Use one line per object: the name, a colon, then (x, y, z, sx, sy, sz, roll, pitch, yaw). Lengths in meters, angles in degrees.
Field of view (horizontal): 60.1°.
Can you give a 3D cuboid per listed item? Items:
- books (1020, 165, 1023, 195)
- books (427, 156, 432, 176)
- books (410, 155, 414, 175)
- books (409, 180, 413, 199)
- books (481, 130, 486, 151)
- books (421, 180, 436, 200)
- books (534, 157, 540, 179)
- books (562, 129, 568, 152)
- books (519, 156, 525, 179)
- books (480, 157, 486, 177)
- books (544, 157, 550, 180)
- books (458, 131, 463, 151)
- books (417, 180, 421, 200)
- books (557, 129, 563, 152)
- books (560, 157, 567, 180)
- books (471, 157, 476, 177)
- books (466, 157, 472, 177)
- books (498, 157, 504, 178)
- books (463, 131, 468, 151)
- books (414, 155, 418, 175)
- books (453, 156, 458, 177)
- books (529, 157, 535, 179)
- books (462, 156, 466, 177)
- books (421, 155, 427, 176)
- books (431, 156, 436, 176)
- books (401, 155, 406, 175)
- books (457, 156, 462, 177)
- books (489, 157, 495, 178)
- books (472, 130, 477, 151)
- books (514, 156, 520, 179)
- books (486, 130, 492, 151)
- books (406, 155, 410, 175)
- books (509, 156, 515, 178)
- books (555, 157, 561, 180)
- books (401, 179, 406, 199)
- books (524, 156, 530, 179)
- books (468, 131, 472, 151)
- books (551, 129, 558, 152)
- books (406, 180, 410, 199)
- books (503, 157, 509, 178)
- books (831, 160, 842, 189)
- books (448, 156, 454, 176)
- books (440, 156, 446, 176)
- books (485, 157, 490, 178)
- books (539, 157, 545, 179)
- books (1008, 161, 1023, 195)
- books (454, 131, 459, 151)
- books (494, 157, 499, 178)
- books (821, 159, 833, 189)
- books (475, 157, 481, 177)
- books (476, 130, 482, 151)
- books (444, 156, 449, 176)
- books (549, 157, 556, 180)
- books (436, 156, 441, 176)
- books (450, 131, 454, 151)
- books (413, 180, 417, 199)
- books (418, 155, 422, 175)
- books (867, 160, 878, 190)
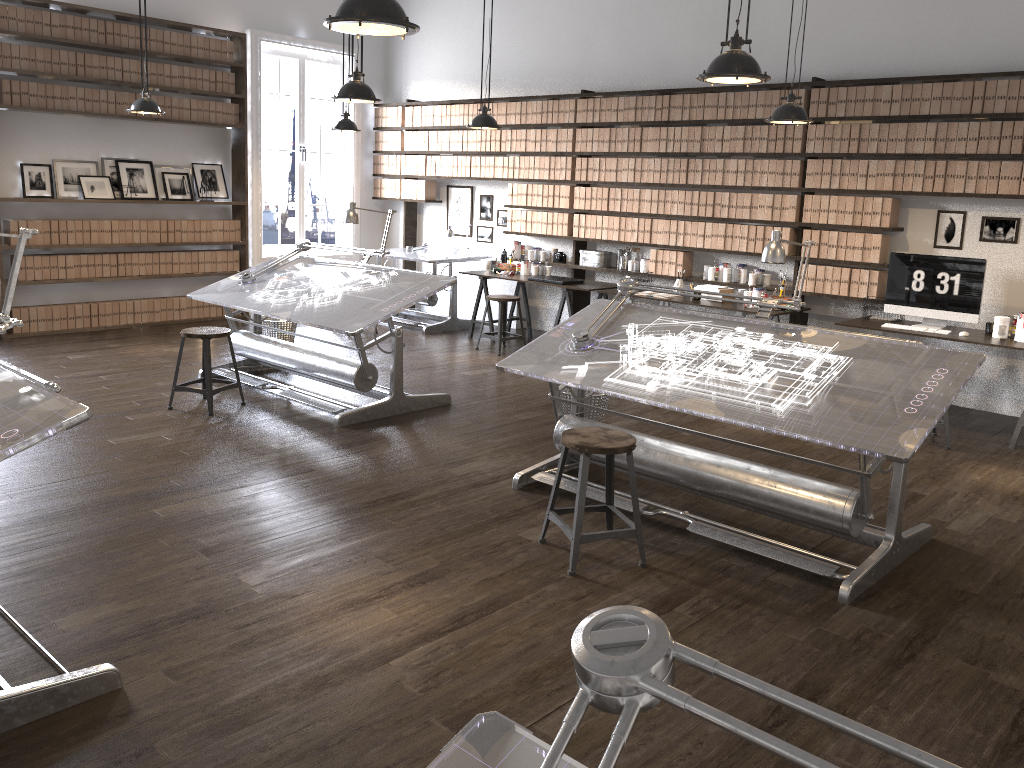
books: (3.551, -1.406, 6.068, 0.067, 0.224, 0.175, 11, 14, 41)
books: (-0.884, -2.477, 10.089, 0.067, 0.223, 0.175, 11, 14, 41)
books: (-1.099, -2.537, 10.288, 0.067, 0.224, 0.175, 11, 14, 41)
books: (-1.111, -2.266, 10.333, 0.067, 0.223, 0.175, 11, 14, 41)
books: (-0.244, -2.592, 9.469, 0.067, 0.224, 0.175, 11, 14, 41)
books: (-0.960, -2.230, 10.196, 0.067, 0.224, 0.175, 11, 14, 41)
books: (0.312, -2.194, 9.005, 0.067, 0.223, 0.175, 11, 14, 41)
books: (0.573, -2.395, 8.734, 0.067, 0.223, 0.175, 11, 14, 41)
books: (0.159, -2.232, 9.149, 0.067, 0.224, 0.175, 11, 14, 41)
books: (-0.254, -2.325, 9.523, 0.067, 0.224, 0.175, 11, 14, 41)
books: (0.405, -2.170, 8.917, 0.067, 0.224, 0.175, 11, 14, 41)
books: (-0.503, -2.655, 9.706, 0.067, 0.224, 0.175, 11, 14, 41)
books: (-1.009, -2.242, 10.244, 0.067, 0.224, 0.175, 11, 14, 41)
books: (0.528, -2.406, 8.777, 0.067, 0.223, 0.175, 11, 14, 41)
books: (0.560, -2.133, 8.779, 0.067, 0.224, 0.175, 11, 14, 41)
books: (-0.357, -2.350, 9.617, 0.067, 0.224, 0.175, 11, 14, 41)
books: (-0.416, -2.363, 9.663, 0.067, 0.224, 0.175, 11, 14, 41)
books: (-0.059, -2.277, 9.342, 0.067, 0.223, 0.175, 11, 14, 41)
books: (-0.449, -2.643, 9.662, 0.067, 0.224, 0.175, 11, 14, 41)
books: (-1.049, -2.525, 10.241, 0.067, 0.224, 0.175, 11, 14, 41)
books: (-0.566, -2.399, 9.797, 0.067, 0.224, 0.175, 11, 14, 41)
books: (0.258, -2.207, 9.052, 0.067, 0.224, 0.175, 11, 14, 41)
books: (-0.467, -2.377, 9.716, 0.067, 0.223, 0.175, 11, 14, 41)
books: (-0.951, -2.499, 10.145, 0.067, 0.224, 0.175, 11, 14, 41)
books: (-0.825, -2.462, 10.033, 0.067, 0.224, 0.175, 11, 14, 41)
books: (-1.208, -2.562, 10.378, 0.067, 0.224, 0.175, 11, 14, 41)
books: (-0.516, -2.388, 9.758, 0.067, 0.223, 0.175, 11, 14, 41)
books: (-0.156, -2.300, 9.426, 0.067, 0.224, 0.175, 11, 14, 41)
books: (-0.348, -2.618, 9.568, 0.067, 0.224, 0.175, 11, 14, 41)
books: (0.105, -2.244, 9.193, 0.067, 0.224, 0.175, 11, 14, 41)
books: (-0.194, -2.581, 9.430, 0.067, 0.223, 0.175, 11, 14, 41)
books: (-1.153, -2.549, 10.332, 0.067, 0.224, 0.175, 11, 14, 41)
books: (0.050, -2.257, 9.239, 0.067, 0.224, 0.175, 11, 14, 41)
books: (0.511, -2.147, 8.829, 0.067, 0.224, 0.175, 11, 14, 41)
books: (-1.213, -2.290, 10.420, 0.067, 0.224, 0.175, 11, 14, 41)
books: (0.209, -2.220, 9.102, 0.067, 0.224, 0.175, 11, 14, 41)
books: (-0.396, -2.631, 9.617, 0.067, 0.224, 0.175, 11, 14, 41)
books: (0.476, -2.417, 8.818, 0.067, 0.224, 0.175, 11, 14, 41)
books: (-1.158, -2.277, 10.373, 0.067, 0.223, 0.175, 11, 14, 41)
books: (-0.007, -2.264, 9.293, 0.067, 0.224, 0.175, 11, 14, 41)
books: (2.578, -1.643, 6.953, 0.067, 0.224, 0.175, 11, 14, 41)
books: (-0.619, -2.412, 9.845, 0.067, 0.224, 0.175, 11, 14, 41)
books: (-0.718, -2.438, 9.945, 0.067, 0.224, 0.175, 11, 14, 41)
books: (-0.202, -2.312, 9.475, 0.067, 0.224, 0.175, 11, 14, 41)
books: (0.359, -2.183, 8.965, 0.067, 0.223, 0.175, 11, 14, 41)
books: (3.498, -1.419, 6.116, 0.067, 0.224, 0.175, 11, 14, 41)
books: (-0.555, -2.668, 9.755, 0.067, 0.223, 0.175, 11, 14, 41)
books: (-0.104, -2.288, 9.385, 0.067, 0.223, 0.175, 11, 14, 41)
books: (2.523, -1.655, 6.999, 0.067, 0.224, 0.175, 11, 14, 41)
books: (-0.308, -2.337, 9.567, 0.067, 0.224, 0.175, 11, 14, 41)
books: (-0.297, -2.605, 9.517, 0.067, 0.224, 0.175, 11, 14, 41)
books: (-0.670, -2.425, 9.896, 0.067, 0.224, 0.175, 11, 14, 41)
books: (0.459, -2.159, 8.877, 0.067, 0.224, 0.175, 11, 14, 41)
books: (-0.771, -2.450, 9.990, 0.067, 0.224, 0.175, 11, 14, 41)
books: (-0.600, -2.680, 9.798, 0.067, 0.223, 0.175, 11, 14, 41)
books: (-1.065, -2.254, 10.285, 0.067, 0.224, 0.175, 11, 14, 41)
books: (-0.995, -2.511, 10.190, 0.067, 0.223, 0.175, 11, 14, 41)
books: (2.785, -1.593, 6.766, 0.067, 0.223, 0.175, 11, 14, 41)
